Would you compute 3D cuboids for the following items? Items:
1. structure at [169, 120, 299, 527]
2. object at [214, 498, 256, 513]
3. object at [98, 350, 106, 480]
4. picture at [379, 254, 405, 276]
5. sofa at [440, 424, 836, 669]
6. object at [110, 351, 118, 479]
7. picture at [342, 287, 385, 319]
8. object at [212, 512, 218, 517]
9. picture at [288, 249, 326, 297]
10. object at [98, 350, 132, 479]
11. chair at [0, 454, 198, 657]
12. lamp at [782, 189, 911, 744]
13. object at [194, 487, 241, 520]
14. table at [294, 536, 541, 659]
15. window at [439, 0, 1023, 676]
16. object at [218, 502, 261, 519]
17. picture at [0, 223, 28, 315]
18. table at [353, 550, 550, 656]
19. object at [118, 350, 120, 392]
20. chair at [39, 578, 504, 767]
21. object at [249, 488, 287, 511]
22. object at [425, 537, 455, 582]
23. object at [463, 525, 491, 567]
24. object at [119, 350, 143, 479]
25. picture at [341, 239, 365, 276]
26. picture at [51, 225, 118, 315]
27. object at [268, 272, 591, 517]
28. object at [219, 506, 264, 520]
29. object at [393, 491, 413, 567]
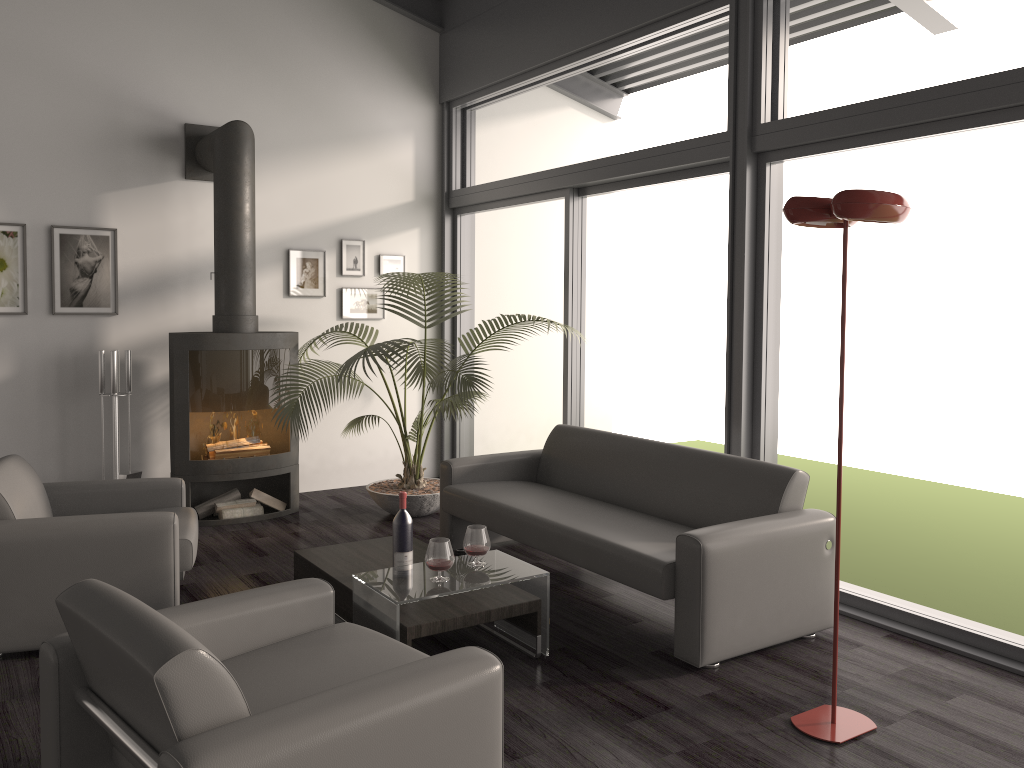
[{"bbox_3d":[-2.028,-0.469,6.174,0.818,2.669,1.118,-2,4,-33],"label":"structure"},{"bbox_3d":[-1.825,0.803,5.851,0.258,0.068,0.073,-3,5,-34],"label":"object"},{"bbox_3d":[-2.605,0.279,5.607,0.042,0.981,0.116,2,3,32],"label":"object"},{"bbox_3d":[-0.952,-0.944,7.049,0.221,0.166,0.015,-2,4,-33],"label":"picture"},{"bbox_3d":[0.470,0.674,4.475,0.902,0.716,2.118,-2,5,-33],"label":"sofa"},{"bbox_3d":[-2.447,0.303,5.572,0.167,1.018,0.078,1,3,18],"label":"object"},{"bbox_3d":[-1.161,-0.629,6.928,0.360,0.244,0.015,-2,4,-33],"label":"picture"},{"bbox_3d":[-1.876,0.839,5.975,0.277,0.083,0.085,-3,5,-32],"label":"object"},{"bbox_3d":[-1.539,-0.832,6.668,0.288,0.352,0.015,-2,4,-33],"label":"picture"},{"bbox_3d":[-2.533,0.346,5.670,0.400,1.124,0.401,1,3,16],"label":"object"},{"bbox_3d":[-1.906,0.697,4.014,0.910,0.716,0.965,-1,4,-18],"label":"chair"},{"bbox_3d":[1.101,0.267,2.975,0.365,1.785,0.354,-1,3,-33],"label":"lamp"},{"bbox_3d":[-1.948,0.793,5.877,0.306,0.191,0.104,-2,4,-32],"label":"object"},{"bbox_3d":[-0.462,0.952,3.893,0.600,0.249,1.202,-3,6,-33],"label":"table"},{"bbox_3d":[2.222,-0.596,3.355,0.385,3.464,9.763,-1,5,-33],"label":"window"},{"bbox_3d":[-1.819,0.845,5.914,0.266,0.086,0.085,-3,5,-32],"label":"object"},{"bbox_3d":[-3.258,-0.722,5.541,0.394,0.576,0.026,-2,4,-33],"label":"picture"},{"bbox_3d":[-0.242,0.928,3.556,0.680,0.341,0.401,-3,5,-33],"label":"table"},{"bbox_3d":[-2.550,0.299,5.776,0.041,1.047,0.113,1,3,12],"label":"object"},{"bbox_3d":[-0.614,0.851,2.327,0.911,0.716,0.964,-3,6,-43],"label":"chair"},{"bbox_3d":[-1.652,0.787,6.002,0.254,0.186,0.072,-2,4,-32],"label":"object"},{"bbox_3d":[-0.283,0.687,3.464,0.116,0.155,0.116,-1,4,-25],"label":"object"},{"bbox_3d":[-0.146,0.669,3.675,0.116,0.155,0.116,-3,5,-43],"label":"object"},{"bbox_3d":[-2.468,0.306,5.717,0.075,1.050,0.145,1,3,18],"label":"object"},{"bbox_3d":[-1.229,-0.977,6.865,0.191,0.280,0.015,-2,4,-33],"label":"picture"},{"bbox_3d":[-2.810,-0.743,5.835,0.394,0.576,0.026,-2,4,-33],"label":"picture"},{"bbox_3d":[-0.717,0.068,5.914,1.719,1.663,2.122,-3,5,-38],"label":"object"},{"bbox_3d":[-1.780,0.852,5.833,0.267,0.082,0.092,-3,5,-32],"label":"object"},{"bbox_3d":[-0.470,0.648,3.811,0.093,0.370,0.093,-2,3,-34],"label":"object"}]
